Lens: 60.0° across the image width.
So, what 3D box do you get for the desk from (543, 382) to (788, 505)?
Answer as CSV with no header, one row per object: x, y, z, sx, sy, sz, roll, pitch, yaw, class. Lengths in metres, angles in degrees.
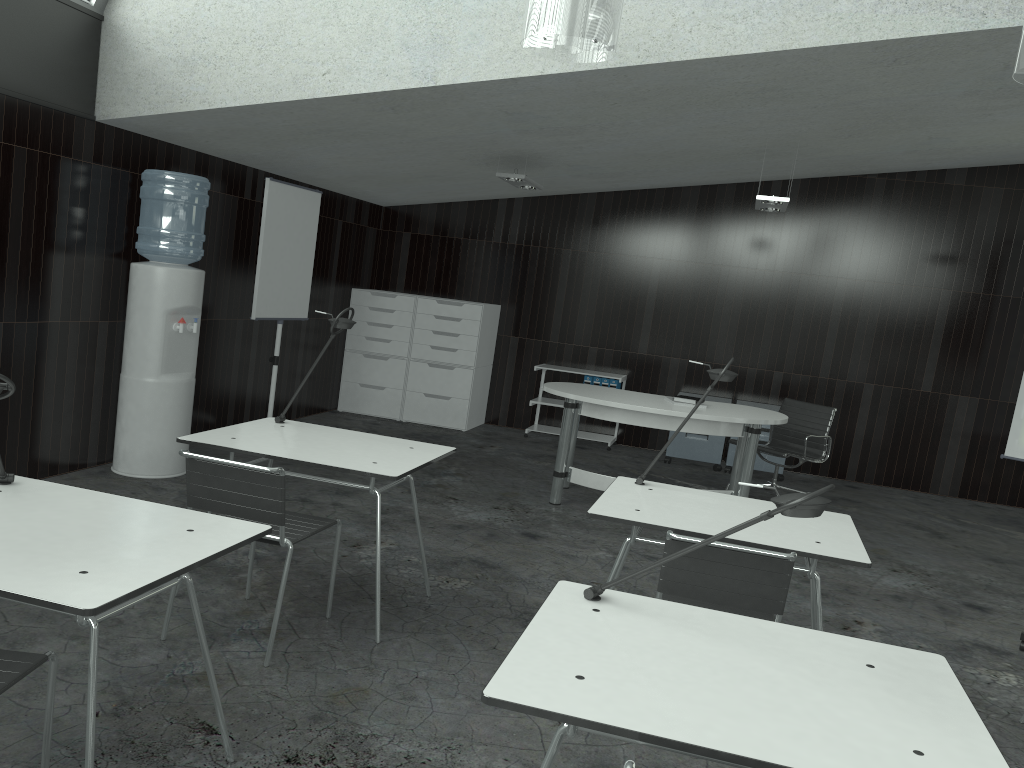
0.927,0.528,5.786,1.600,0.818,0.910,9,7,9,desk

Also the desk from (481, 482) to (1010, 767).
0.444,0.785,1.799,0.900,1.153,0.700,9,7,14,desk

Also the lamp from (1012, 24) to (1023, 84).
1.959,-2.238,2.715,0.350,2.307,0.359,9,7,14,lamp

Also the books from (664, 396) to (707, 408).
1.127,0.131,5.777,0.210,0.021,0.297,7,7,-3,books

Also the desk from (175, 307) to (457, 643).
-0.759,0.323,3.575,0.900,1.321,0.700,9,7,14,desk

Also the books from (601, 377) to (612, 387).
0.857,0.093,8.127,0.072,0.320,0.262,9,7,14,books

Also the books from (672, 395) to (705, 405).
1.142,0.113,5.730,0.164,0.032,0.183,11,8,27,books

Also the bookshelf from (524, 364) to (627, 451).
0.591,0.227,8.200,0.817,0.739,0.403,9,7,14,bookshelf

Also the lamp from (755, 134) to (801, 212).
2.005,-3.113,5.857,0.212,3.595,0.600,9,7,14,lamp

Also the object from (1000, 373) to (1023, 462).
4.686,0.066,6.181,2.051,2.602,0.673,13,9,38,object

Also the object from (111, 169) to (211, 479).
-2.073,-0.386,5.270,0.436,1.967,0.436,8,7,3,object

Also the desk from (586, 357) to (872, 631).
0.761,0.573,3.169,0.900,1.321,0.700,9,7,15,desk

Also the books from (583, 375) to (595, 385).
0.703,0.068,8.165,0.072,0.320,0.262,9,7,14,books

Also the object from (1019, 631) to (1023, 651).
2.740,0.574,3.956,0.559,1.639,0.680,13,9,37,object

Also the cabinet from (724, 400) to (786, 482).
2.150,0.538,7.728,0.502,0.648,0.598,9,7,13,cabinet

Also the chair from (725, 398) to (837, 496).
2.013,0.557,6.677,0.587,0.825,0.560,2,9,-37,chair

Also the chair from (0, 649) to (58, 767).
-1.265,0.753,1.813,0.428,0.765,0.555,8,7,2,chair

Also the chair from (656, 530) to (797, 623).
0.655,0.872,2.898,0.428,0.765,0.555,9,7,13,chair

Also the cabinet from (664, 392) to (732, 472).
1.656,0.459,7.850,0.502,0.648,0.598,9,7,13,cabinet

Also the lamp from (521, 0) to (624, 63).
0.390,-2.764,3.078,0.350,2.848,0.359,9,7,14,lamp

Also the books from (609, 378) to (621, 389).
0.929,0.105,8.109,0.072,0.320,0.262,9,7,14,books

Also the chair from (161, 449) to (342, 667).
-0.914,0.628,3.205,0.428,0.765,0.555,9,7,15,chair

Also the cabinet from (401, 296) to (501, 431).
-0.568,-0.226,8.371,0.639,1.292,0.587,9,7,14,cabinet

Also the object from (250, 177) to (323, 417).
-1.673,-0.533,6.377,0.560,2.091,0.553,5,8,-23,object

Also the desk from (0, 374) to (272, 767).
-1.174,0.527,2.170,0.900,1.153,0.700,9,7,14,desk

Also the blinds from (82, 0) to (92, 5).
-1.624,-3.563,3.932,1.106,2.982,0.889,9,7,14,blinds

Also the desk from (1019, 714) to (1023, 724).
2.300,0.820,2.800,0.900,1.321,0.700,9,7,14,desk

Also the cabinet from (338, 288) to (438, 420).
-1.189,-0.327,8.524,0.639,1.292,0.587,9,7,14,cabinet

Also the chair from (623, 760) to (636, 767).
0.357,1.001,1.533,0.428,0.765,0.555,9,7,14,chair

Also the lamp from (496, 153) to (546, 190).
0.292,-3.390,6.279,0.212,3.595,0.600,9,7,14,lamp

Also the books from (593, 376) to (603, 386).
0.785,0.081,8.145,0.072,0.320,0.262,9,7,14,books
